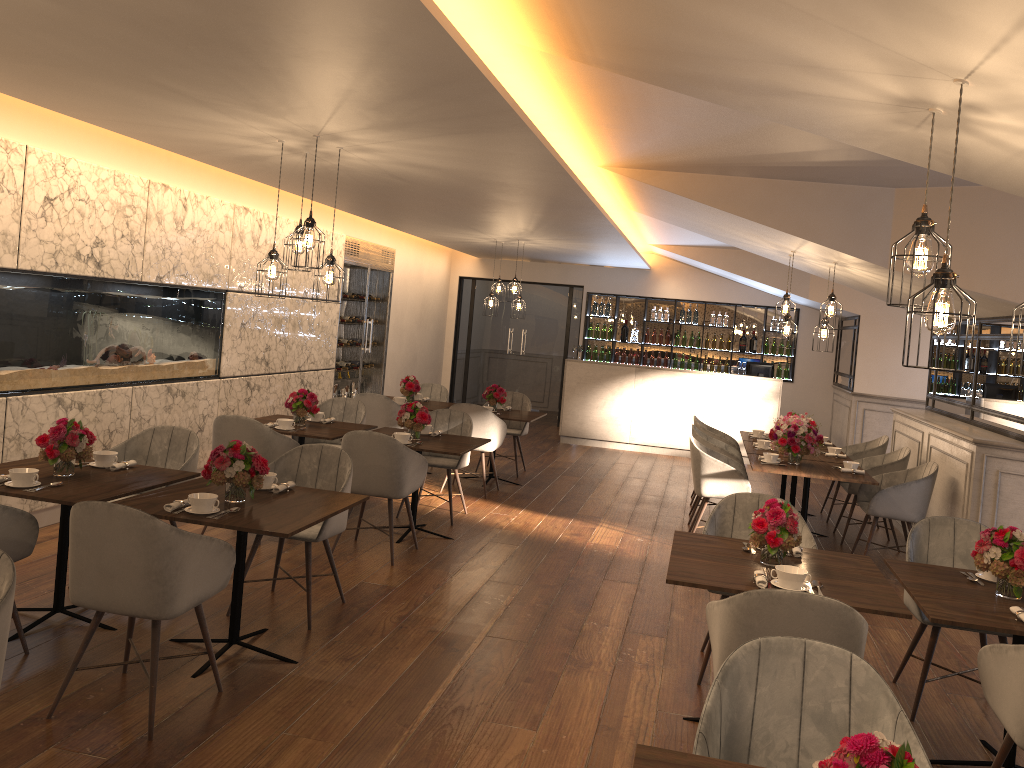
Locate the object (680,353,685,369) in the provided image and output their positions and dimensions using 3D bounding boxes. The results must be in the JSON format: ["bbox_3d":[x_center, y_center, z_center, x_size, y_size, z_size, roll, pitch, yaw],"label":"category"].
[{"bbox_3d":[2.705,-0.357,14.050,0.065,0.261,0.066,5,1,-9],"label":"object"}]

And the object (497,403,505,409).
[{"bbox_3d":[-0.152,0.231,9.421,0.148,0.072,0.148,7,4,35],"label":"object"}]

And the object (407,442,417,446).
[{"bbox_3d":[-0.713,0.434,6.389,0.022,0.004,0.211,6,4,12],"label":"object"}]

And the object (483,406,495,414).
[{"bbox_3d":[-0.249,0.265,8.819,0.148,0.072,0.149,3,4,-35],"label":"object"}]

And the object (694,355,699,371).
[{"bbox_3d":[2.920,-0.335,14.002,0.065,0.261,0.066,5,1,-9],"label":"object"}]

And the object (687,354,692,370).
[{"bbox_3d":[2.813,-0.346,14.026,0.065,0.261,0.066,5,1,-9],"label":"object"}]

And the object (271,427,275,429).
[{"bbox_3d":[-1.763,0.317,6.606,0.025,0.024,0.193,5,4,12],"label":"object"}]

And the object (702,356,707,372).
[{"bbox_3d":[3.050,-0.322,13.973,0.065,0.261,0.066,5,1,-9],"label":"object"}]

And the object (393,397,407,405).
[{"bbox_3d":[-1.143,0.174,9.018,0.148,0.072,0.149,3,4,-35],"label":"object"}]

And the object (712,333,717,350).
[{"bbox_3d":[3.188,-0.672,13.944,0.065,0.261,0.066,5,1,-9],"label":"object"}]

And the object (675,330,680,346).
[{"bbox_3d":[2.629,-0.729,14.069,0.065,0.261,0.066,5,1,-9],"label":"object"}]

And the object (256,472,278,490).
[{"bbox_3d":[-1.254,0.490,4.469,0.148,0.072,0.148,4,3,-10],"label":"object"}]

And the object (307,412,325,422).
[{"bbox_3d":[-1.588,0.267,7.181,0.148,0.072,0.149,3,4,-35],"label":"object"}]

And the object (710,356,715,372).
[{"bbox_3d":[3.157,-0.311,13.949,0.065,0.261,0.066,5,1,-9],"label":"object"}]

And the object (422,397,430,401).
[{"bbox_3d":[-0.936,0.168,9.596,0.056,0.039,0.176,6,4,12],"label":"object"}]

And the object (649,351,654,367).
[{"bbox_3d":[2.236,-0.405,14.155,0.065,0.261,0.066,5,1,-9],"label":"object"}]

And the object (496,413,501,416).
[{"bbox_3d":[-0.137,0.304,8.813,0.043,0.015,0.197,5,4,8],"label":"object"}]

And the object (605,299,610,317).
[{"bbox_3d":[1.546,-1.235,14.281,0.075,0.310,0.075,4,1,-31],"label":"object"}]

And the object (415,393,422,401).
[{"bbox_3d":[-1.045,0.139,9.620,0.148,0.072,0.148,7,4,35],"label":"object"}]

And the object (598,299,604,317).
[{"bbox_3d":[1.445,-1.245,14.303,0.075,0.310,0.075,4,1,-34],"label":"object"}]

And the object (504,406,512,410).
[{"bbox_3d":[-0.043,0.259,9.396,0.056,0.039,0.176,6,4,12],"label":"object"}]

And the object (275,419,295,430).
[{"bbox_3d":[-1.685,0.302,6.579,0.148,0.072,0.149,3,4,-35],"label":"object"}]

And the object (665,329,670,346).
[{"bbox_3d":[2.482,-0.744,14.102,0.065,0.261,0.066,5,1,-9],"label":"object"}]

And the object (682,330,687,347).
[{"bbox_3d":[2.736,-0.719,14.045,0.065,0.263,0.066,5,1,-9],"label":"object"}]

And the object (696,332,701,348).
[{"bbox_3d":[2.951,-0.697,13.997,0.065,0.263,0.066,5,1,-9],"label":"object"}]

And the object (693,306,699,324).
[{"bbox_3d":[2.905,-1.096,13.978,0.075,0.310,0.075,5,1,23],"label":"object"}]

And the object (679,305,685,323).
[{"bbox_3d":[2.702,-1.117,14.023,0.075,0.310,0.075,6,1,45],"label":"object"}]

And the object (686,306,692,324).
[{"bbox_3d":[2.803,-1.107,14.000,0.075,0.310,0.075,5,1,23],"label":"object"}]

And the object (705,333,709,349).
[{"bbox_3d":[3.081,-0.683,13.968,0.065,0.261,0.066,5,1,-9],"label":"object"}]

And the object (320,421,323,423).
[{"bbox_3d":[-1.515,0.299,7.155,0.025,0.024,0.193,5,4,12],"label":"object"}]

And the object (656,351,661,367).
[{"bbox_3d":[2.343,-0.394,14.131,0.065,0.261,0.066,5,1,-9],"label":"object"}]

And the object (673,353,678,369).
[{"bbox_3d":[2.598,-0.368,14.074,0.065,0.261,0.066,5,1,-9],"label":"object"}]

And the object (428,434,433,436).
[{"bbox_3d":[-0.622,0.390,6.956,0.025,0.024,0.193,5,4,12],"label":"object"}]

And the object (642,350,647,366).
[{"bbox_3d":[2.128,-0.416,14.179,0.065,0.261,0.066,5,1,-9],"label":"object"}]

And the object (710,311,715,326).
[{"bbox_3d":[3.159,-1.032,13.922,0.070,0.235,0.041,5,1,12],"label":"object"}]

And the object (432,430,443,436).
[{"bbox_3d":[-0.585,0.386,6.957,0.056,0.039,0.176,6,4,12],"label":"object"}]

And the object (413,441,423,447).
[{"bbox_3d":[-0.680,0.432,6.375,0.043,0.015,0.197,5,4,8],"label":"object"}]

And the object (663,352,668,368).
[{"bbox_3d":[2.451,-0.383,14.107,0.065,0.261,0.066,5,1,-9],"label":"object"}]

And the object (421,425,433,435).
[{"bbox_3d":[-0.695,0.358,6.982,0.148,0.072,0.149,3,4,-35],"label":"object"}]

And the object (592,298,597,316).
[{"bbox_3d":[1.343,-1.256,14.326,0.075,0.310,0.075,6,1,38],"label":"object"}]

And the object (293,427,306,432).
[{"bbox_3d":[-1.574,0.340,6.574,0.043,0.015,0.197,5,4,8],"label":"object"}]

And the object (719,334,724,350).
[{"bbox_3d":[3.296,-0.661,13.920,0.065,0.261,0.066,5,1,-9],"label":"object"}]

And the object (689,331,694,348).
[{"bbox_3d":[2.844,-0.708,14.021,0.065,0.263,0.066,5,1,-9],"label":"object"}]

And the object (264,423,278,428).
[{"bbox_3d":[-1.798,0.307,6.604,0.056,0.039,0.176,6,4,12],"label":"object"}]

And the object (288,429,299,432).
[{"bbox_3d":[-1.607,0.342,6.588,0.022,0.004,0.211,6,4,12],"label":"object"}]

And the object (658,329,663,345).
[{"bbox_3d":[2.374,-0.755,14.126,0.065,0.261,0.066,5,1,-9],"label":"object"}]

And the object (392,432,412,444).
[{"bbox_3d":[-0.792,0.393,6.380,0.148,0.072,0.149,3,4,-35],"label":"object"}]

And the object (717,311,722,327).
[{"bbox_3d":[3.257,-1.022,13.900,0.070,0.235,0.041,5,1,12],"label":"object"}]

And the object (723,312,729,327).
[{"bbox_3d":[3.354,-1.012,13.878,0.070,0.235,0.041,5,1,12],"label":"object"}]

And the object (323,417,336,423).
[{"bbox_3d":[-1.479,0.295,7.157,0.056,0.039,0.176,6,4,12],"label":"object"}]

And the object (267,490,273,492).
[{"bbox_3d":[-1.181,0.522,4.443,0.025,0.024,0.193,5,4,12],"label":"object"}]

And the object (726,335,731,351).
[{"bbox_3d":[3.403,-0.650,13.896,0.065,0.261,0.066,5,1,-9],"label":"object"}]
